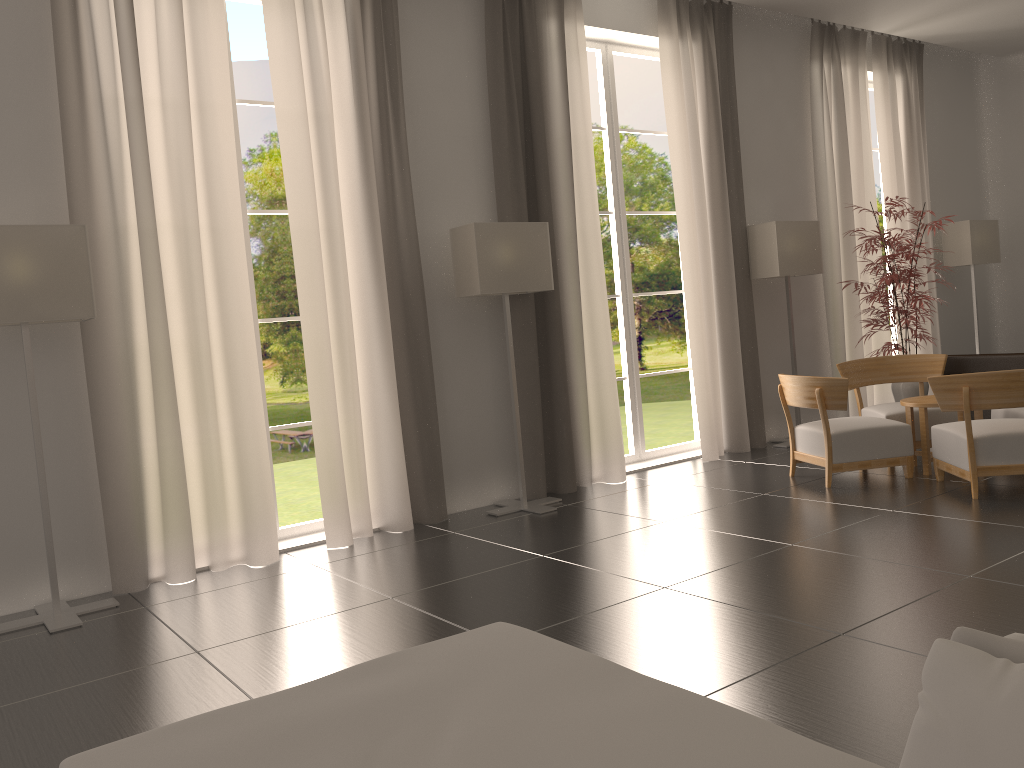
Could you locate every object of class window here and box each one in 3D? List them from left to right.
[{"bbox_3d":[-2.796,-1.206,9.143,2.646,5.745,0.110,-7,3,-35],"label":"window"},{"bbox_3d":[1.498,-1.782,12.184,2.646,5.745,0.110,-7,3,-35],"label":"window"},{"bbox_3d":[5.791,-2.358,15.225,2.646,5.745,0.110,-7,3,-35],"label":"window"},{"bbox_3d":[15.542,-5.401,8.546,48.677,20.564,99.105,-8,4,-35],"label":"window"}]

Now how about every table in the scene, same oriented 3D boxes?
[{"bbox_3d":[4.901,0.565,10.052,0.870,0.802,0.870,-6,3,-13],"label":"table"}]

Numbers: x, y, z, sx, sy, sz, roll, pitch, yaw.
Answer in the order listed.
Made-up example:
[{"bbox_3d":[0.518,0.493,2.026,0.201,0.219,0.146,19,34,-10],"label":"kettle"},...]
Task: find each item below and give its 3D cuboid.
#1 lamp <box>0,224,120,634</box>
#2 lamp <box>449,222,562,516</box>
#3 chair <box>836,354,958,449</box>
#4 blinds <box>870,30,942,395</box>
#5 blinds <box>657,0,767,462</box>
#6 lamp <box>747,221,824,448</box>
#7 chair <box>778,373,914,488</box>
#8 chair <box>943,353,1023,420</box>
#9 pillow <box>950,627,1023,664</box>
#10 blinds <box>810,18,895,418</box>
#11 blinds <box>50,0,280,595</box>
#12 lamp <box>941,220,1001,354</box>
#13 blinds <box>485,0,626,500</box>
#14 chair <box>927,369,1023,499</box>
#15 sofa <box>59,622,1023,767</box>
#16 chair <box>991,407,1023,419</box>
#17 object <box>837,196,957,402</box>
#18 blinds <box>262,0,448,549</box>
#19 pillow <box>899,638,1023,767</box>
[{"bbox_3d":[-3.868,0.335,7.203,1.001,3.176,0.908,-7,3,-35],"label":"lamp"},{"bbox_3d":[-0.002,-0.184,9.942,1.001,3.176,0.908,-7,3,-35],"label":"lamp"},{"bbox_3d":[4.965,0.275,11.198,1.452,1.225,1.152,-5,3,0],"label":"chair"},{"bbox_3d":[6.794,-2.757,15.194,1.551,6.427,0.417,-7,3,-39],"label":"blinds"},{"bbox_3d":[2.792,-2.220,12.359,1.551,6.427,0.417,-7,3,-39],"label":"blinds"},{"bbox_3d":[4.040,-0.726,12.805,1.001,3.176,0.908,-7,3,-35],"label":"lamp"},{"bbox_3d":[3.738,0.455,10.091,1.151,1.225,1.453,-6,3,-10],"label":"chair"},{"bbox_3d":[7.095,0.061,12.629,1.501,1.075,1.537,-7,4,-35],"label":"chair"},{"bbox_3d":[1.046,0.830,1.468,0.550,0.576,0.919,-7,4,-35],"label":"pillow"},{"bbox_3d":[5.418,-2.572,14.221,1.551,6.426,0.415,-7,3,-31],"label":"blinds"},{"bbox_3d":[-3.195,-1.416,8.120,1.551,6.426,0.415,-7,3,-31],"label":"blinds"},{"bbox_3d":[8.262,-1.293,15.795,1.001,3.176,0.908,-7,3,-35],"label":"lamp"},{"bbox_3d":[0.491,-1.911,10.731,1.551,6.426,0.415,-7,3,-31],"label":"blinds"},{"bbox_3d":[4.870,0.431,8.859,1.451,1.225,1.152,-5,3,10],"label":"chair"},{"bbox_3d":[-0.693,1.484,0.114,5.610,1.204,5.524,-8,4,-35],"label":"sofa"},{"bbox_3d":[6.172,0.246,9.950,1.150,1.225,1.453,-5,3,5],"label":"chair"},{"bbox_3d":[5.427,-0.937,12.536,1.489,3.395,1.773,-3,4,40],"label":"object"},{"bbox_3d":[-1.626,-1.627,9.229,1.551,6.427,0.417,-7,3,-39],"label":"blinds"},{"bbox_3d":[0.928,0.825,1.388,0.586,0.598,0.801,-7,4,-36],"label":"pillow"}]
